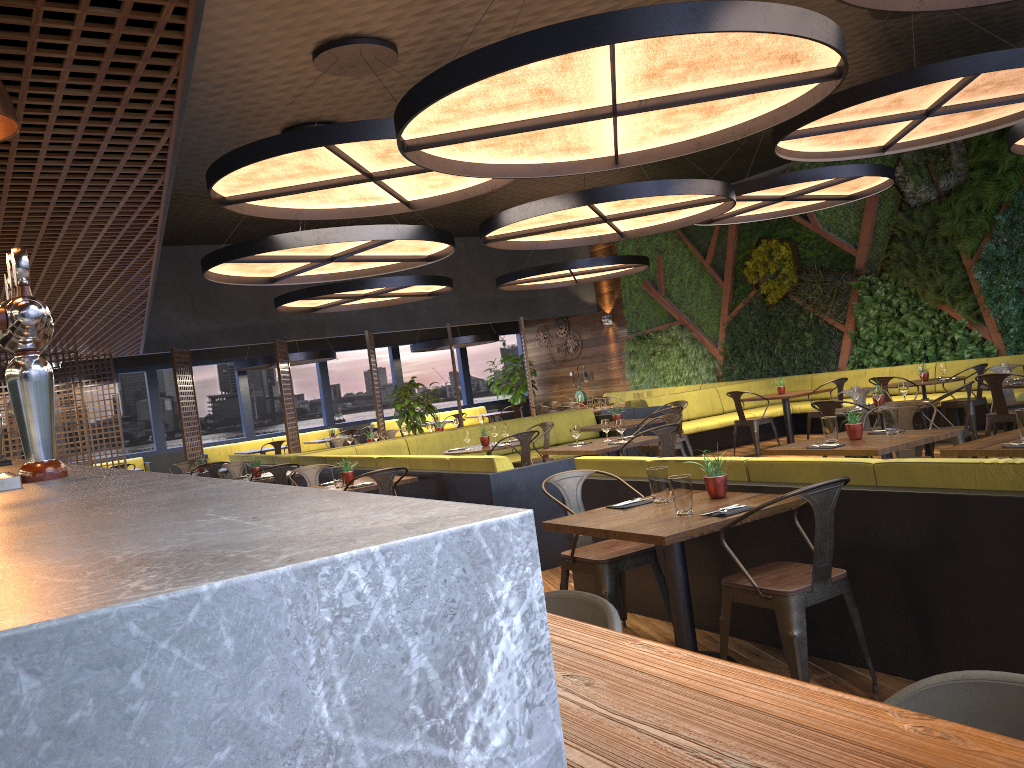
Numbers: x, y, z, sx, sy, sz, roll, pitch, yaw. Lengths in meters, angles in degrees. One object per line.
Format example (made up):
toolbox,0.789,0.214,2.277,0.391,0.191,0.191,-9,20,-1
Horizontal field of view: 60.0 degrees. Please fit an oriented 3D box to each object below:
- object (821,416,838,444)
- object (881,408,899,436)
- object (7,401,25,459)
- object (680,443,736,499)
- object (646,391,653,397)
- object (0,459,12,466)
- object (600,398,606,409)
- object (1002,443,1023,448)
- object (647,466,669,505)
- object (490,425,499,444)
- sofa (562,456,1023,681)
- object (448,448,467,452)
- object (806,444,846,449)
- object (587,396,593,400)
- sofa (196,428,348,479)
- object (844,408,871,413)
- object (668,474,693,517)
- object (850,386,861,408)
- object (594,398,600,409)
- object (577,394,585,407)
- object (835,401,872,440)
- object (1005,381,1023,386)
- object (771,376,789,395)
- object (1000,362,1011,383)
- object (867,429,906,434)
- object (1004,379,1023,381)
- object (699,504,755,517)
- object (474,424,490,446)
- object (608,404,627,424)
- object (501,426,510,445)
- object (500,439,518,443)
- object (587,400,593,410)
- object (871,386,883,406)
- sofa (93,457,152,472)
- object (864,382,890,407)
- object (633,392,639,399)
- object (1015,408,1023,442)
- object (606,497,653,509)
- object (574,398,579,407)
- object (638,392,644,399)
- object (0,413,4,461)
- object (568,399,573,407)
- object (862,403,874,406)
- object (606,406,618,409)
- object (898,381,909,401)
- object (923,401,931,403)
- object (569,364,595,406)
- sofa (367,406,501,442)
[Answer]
object,2.127,0.309,5.925,0.102,0.178,0.102,-7,0,23
object,2.546,0.253,5.956,0.102,0.178,0.102,-8,0,-27
object,-4.279,0.423,7.770,0.263,0.944,0.566,-8,0,-40
object,0.994,0.421,4.356,0.238,0.271,0.260,-8,0,-27
object,2.457,0.212,15.797,0.102,0.178,0.102,-7,0,43
object,-2.040,0.313,3.323,0.273,0.019,0.437,-8,0,-32
object,1.557,0.335,15.125,0.102,0.178,0.102,-8,0,3
object,2.714,0.318,4.704,0.157,0.019,0.255,-8,0,-33
object,0.729,0.503,4.390,0.102,0.178,0.102,-7,0,43
object,-0.199,0.584,10.208,0.097,0.206,0.097,-8,0,6
sofa,1.567,0.790,4.709,0.966,0.914,3.061,-8,0,-32
object,-0.594,0.732,9.973,0.255,0.019,0.157,-8,0,0
object,2.031,0.403,5.797,0.157,0.019,0.255,-8,0,-33
object,1.521,0.329,17.219,0.102,0.178,0.102,-8,0,3
sofa,-4.888,1.573,18.584,3.061,0.914,0.966,-8,0,-32
object,3.192,0.239,8.164,0.255,0.019,0.157,-8,0,-34
object,0.760,0.501,3.966,0.102,0.178,0.102,-8,0,3
object,3.319,0.125,8.555,0.097,0.206,0.097,-8,0,-25
object,1.487,0.343,15.482,0.102,0.178,0.102,-7,0,43
object,1.342,0.306,17.182,0.238,0.271,0.260,-8,0,-11
object,2.291,0.240,5.968,0.238,0.271,0.260,-8,0,7
object,5.038,-0.010,8.828,0.255,0.019,0.157,-8,0,-34
object,3.759,0.010,12.450,0.260,0.271,0.238,-8,0,7
object,5.140,-0.120,9.233,0.097,0.206,0.097,-8,0,-16
object,2.606,0.325,6.123,0.157,0.019,0.255,-8,0,-33
object,5.301,-0.047,9.322,0.157,0.019,0.255,-8,0,10
object,0.937,0.558,3.918,0.255,0.019,0.157,-8,0,-33
object,-0.321,0.565,10.012,0.238,0.271,0.260,-8,0,-11
object,1.293,0.347,10.870,0.260,0.271,0.238,-8,0,3
object,-0.070,0.569,9.846,0.097,0.206,0.097,-8,0,-7
object,-0.024,0.656,10.151,0.255,0.019,0.157,-8,0,-30
object,1.343,0.363,15.213,0.102,0.178,0.102,-7,0,43
object,3.346,0.124,8.118,0.097,0.206,0.097,-7,0,30
sofa,-8.304,2.038,16.414,3.061,0.914,0.966,-8,0,-32
object,3.417,0.078,8.307,0.260,0.271,0.238,-8,0,7
object,2.236,0.241,15.958,0.102,0.178,0.102,-7,0,43
object,2.810,0.224,4.831,0.102,0.178,0.102,-7,0,33
object,0.613,0.598,4.497,0.255,0.019,0.157,-8,0,-33
object,1.270,0.362,17.362,0.102,0.178,0.102,-8,0,3
object,2.270,0.238,15.577,0.102,0.178,0.102,-8,0,3
object,-1.923,0.202,3.258,0.105,0.209,0.105,-8,0,3
object,1.139,0.380,17.188,0.102,0.178,0.102,-7,0,43
object,3.480,0.198,8.644,0.157,0.019,0.255,-8,0,10
object,1.694,0.398,15.018,0.255,0.019,0.157,-8,0,-33
object,3.663,0.081,8.285,0.097,0.206,0.097,-8,0,9
object,3.691,0.173,8.112,0.255,0.019,0.157,-7,0,36
object,1.651,0.344,20.060,0.459,1.615,0.848,-8,0,-32
sofa,-1.710,1.140,20.602,3.061,0.914,0.966,-8,0,-32
